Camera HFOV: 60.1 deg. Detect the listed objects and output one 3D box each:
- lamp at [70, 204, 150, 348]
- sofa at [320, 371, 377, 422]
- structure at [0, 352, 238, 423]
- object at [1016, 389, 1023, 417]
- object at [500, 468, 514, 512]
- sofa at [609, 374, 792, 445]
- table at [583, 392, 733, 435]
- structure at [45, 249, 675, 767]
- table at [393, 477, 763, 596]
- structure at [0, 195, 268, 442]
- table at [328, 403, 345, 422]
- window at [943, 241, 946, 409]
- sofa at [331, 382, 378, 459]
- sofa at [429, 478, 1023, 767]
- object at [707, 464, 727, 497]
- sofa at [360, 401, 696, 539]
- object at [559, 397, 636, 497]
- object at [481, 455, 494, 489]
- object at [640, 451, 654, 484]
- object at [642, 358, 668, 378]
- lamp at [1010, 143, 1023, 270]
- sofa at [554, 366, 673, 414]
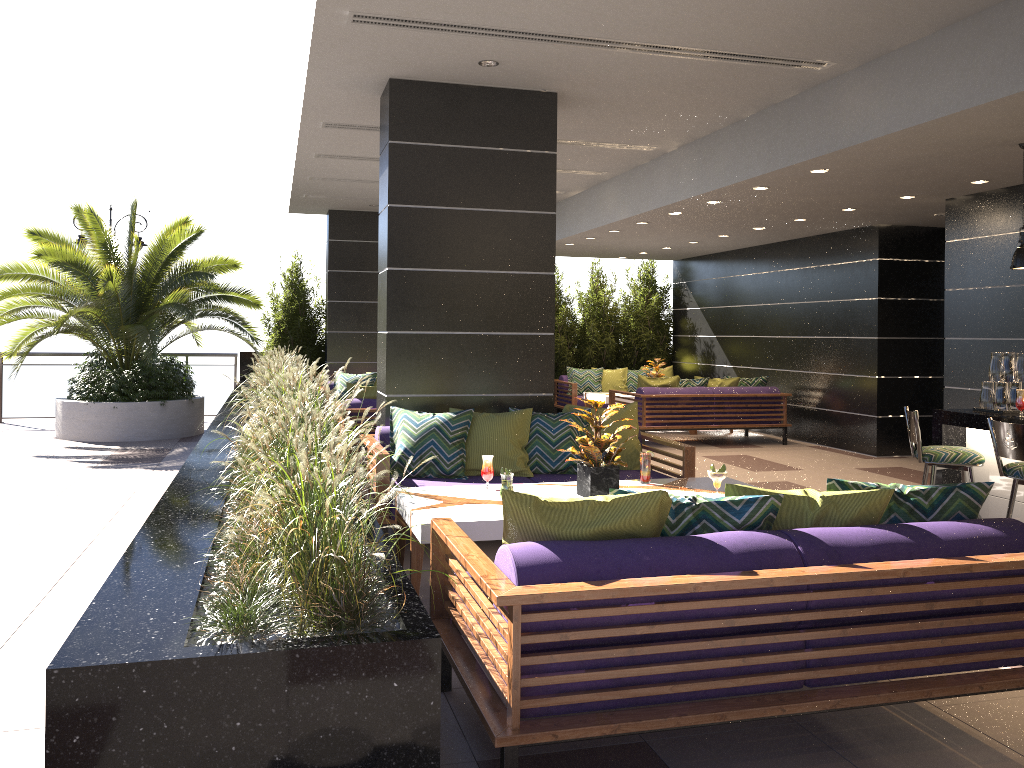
[{"bbox_3d":[-6.128,-1.079,13.472,1.122,3.328,0.264,1,0,-15],"label":"lamp"},{"bbox_3d":[-1.451,0.275,11.757,2.125,0.920,1.120,0,2,-15],"label":"sofa"},{"bbox_3d":[-8.082,0.560,4.128,12.914,1.058,17.520,0,3,-15],"label":"structure"},{"bbox_3d":[3.388,0.127,5.885,0.069,0.181,0.069,1,0,-43],"label":"object"},{"bbox_3d":[-0.024,0.511,4.300,0.069,0.211,0.069,1,0,-32],"label":"object"},{"bbox_3d":[2.478,0.316,11.804,2.125,0.920,1.120,0,2,-15],"label":"sofa"},{"bbox_3d":[2.162,0.426,13.024,2.036,0.554,0.942,0,2,-15],"label":"table"},{"bbox_3d":[2.451,-0.347,3.948,7.815,3.121,24.752,0,3,-15],"label":"structure"},{"bbox_3d":[0.447,0.875,4.709,2.036,0.554,0.942,0,2,-15],"label":"table"},{"bbox_3d":[-5.237,-0.971,12.038,3.753,3.303,3.802,2,2,28],"label":"structure"},{"bbox_3d":[-1.130,0.530,10.538,2.036,0.554,0.942,0,2,-15],"label":"table"},{"bbox_3d":[5.464,-0.463,9.836,0.108,2.761,1.827,1,1,-15],"label":"window"},{"bbox_3d":[-0.780,0.422,9.278,2.125,0.920,1.120,0,2,-15],"label":"sofa"},{"bbox_3d":[0.835,0.776,3.310,2.125,0.920,1.120,0,2,-15],"label":"sofa"},{"bbox_3d":[1.072,0.512,4.622,0.106,0.197,0.106,1,0,13],"label":"object"},{"bbox_3d":[0.065,0.607,6.156,2.125,0.920,1.120,0,2,-15],"label":"sofa"},{"bbox_3d":[0.456,0.336,4.703,0.430,0.526,0.425,1,1,-3],"label":"object"},{"bbox_3d":[-0.136,0.490,4.918,0.069,0.181,0.069,1,0,-32],"label":"object"},{"bbox_3d":[0.781,0.484,5.129,0.084,0.190,0.067,1,0,10],"label":"object"},{"bbox_3d":[2.124,-0.113,13.005,0.430,0.526,0.425,1,1,2],"label":"object"},{"bbox_3d":[3.638,-1.197,5.662,0.192,0.864,1.082,1,2,-15],"label":"lamp"},{"bbox_3d":[1.807,0.169,14.283,2.125,0.920,1.120,0,2,-15],"label":"sofa"}]
